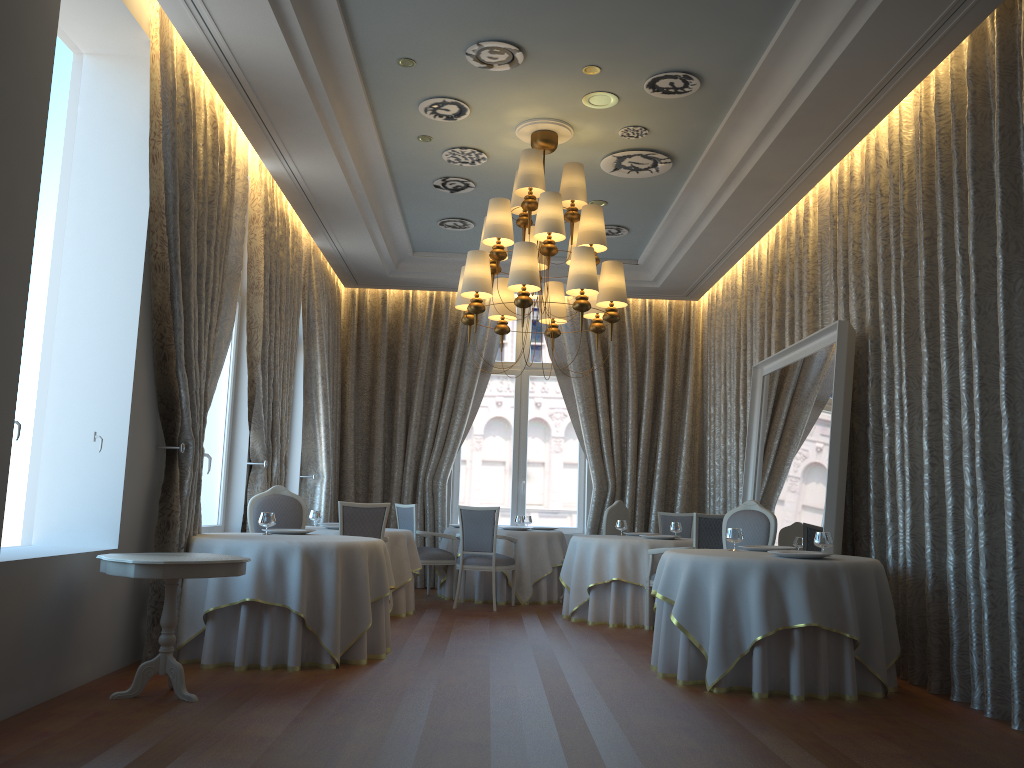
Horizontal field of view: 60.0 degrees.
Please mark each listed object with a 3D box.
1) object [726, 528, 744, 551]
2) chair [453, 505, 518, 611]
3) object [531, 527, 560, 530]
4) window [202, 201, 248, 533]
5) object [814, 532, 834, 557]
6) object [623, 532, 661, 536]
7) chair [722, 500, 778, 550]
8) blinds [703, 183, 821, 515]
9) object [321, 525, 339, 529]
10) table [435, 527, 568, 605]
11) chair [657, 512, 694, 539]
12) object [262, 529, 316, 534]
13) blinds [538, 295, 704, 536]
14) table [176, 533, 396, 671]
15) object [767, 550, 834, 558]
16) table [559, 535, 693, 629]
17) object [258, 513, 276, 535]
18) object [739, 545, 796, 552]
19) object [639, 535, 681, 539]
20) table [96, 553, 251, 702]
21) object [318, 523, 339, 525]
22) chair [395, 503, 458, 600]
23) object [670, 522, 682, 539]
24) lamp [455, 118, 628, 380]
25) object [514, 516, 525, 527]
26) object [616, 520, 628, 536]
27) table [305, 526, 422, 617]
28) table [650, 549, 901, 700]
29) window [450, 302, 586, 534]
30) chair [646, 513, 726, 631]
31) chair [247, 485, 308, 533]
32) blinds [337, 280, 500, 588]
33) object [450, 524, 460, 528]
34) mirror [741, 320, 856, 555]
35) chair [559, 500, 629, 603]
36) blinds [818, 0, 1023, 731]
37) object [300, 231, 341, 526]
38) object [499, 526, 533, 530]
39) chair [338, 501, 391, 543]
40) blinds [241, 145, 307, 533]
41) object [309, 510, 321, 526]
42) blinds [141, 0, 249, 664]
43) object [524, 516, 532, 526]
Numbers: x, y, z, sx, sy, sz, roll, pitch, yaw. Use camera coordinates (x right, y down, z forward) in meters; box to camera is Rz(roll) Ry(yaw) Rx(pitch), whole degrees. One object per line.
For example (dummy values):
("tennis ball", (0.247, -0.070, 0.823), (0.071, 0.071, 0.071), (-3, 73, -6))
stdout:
("object", (1.639, 1.145, 6.528), (0.128, 0.165, 0.128), (-2, -9, 28))
("chair", (-0.318, 1.917, 9.870), (0.650, 1.108, 0.629), (0, -8, 14))
("object", (0.392, 1.811, 11.127), (0.419, 0.036, 0.419), (2, -8, -3))
("window", (-2.608, -0.341, 7.685), (0.259, 3.306, 1.882), (2, -8, -2))
("object", (2.135, 1.098, 6.076), (0.128, 0.165, 0.128), (2, -8, -1))
("object", (1.430, 1.650, 9.734), (0.419, 0.036, 0.419), (2, -8, -3))
("chair", (1.745, 1.546, 7.140), (0.690, 1.233, 0.563), (9, -11, -41))
("blinds", (2.712, 0.190, 10.142), (0.238, 4.819, 4.439), (2, -8, -1))
("object", (-1.680, 1.417, 8.785), (0.419, 0.036, 0.419), (2, -8, -3))
("table", (-0.097, 2.248, 11.012), (1.667, 0.890, 1.663), (-1, -8, 17))
("chair", (1.906, 2.069, 10.449), (0.650, 1.108, 0.629), (-1, -8, 19))
("object", (-1.768, 1.170, 7.033), (0.419, 0.036, 0.419), (2, -8, -3))
("blinds", (1.530, 0.459, 12.218), (2.476, 4.901, 0.386), (2, -8, -1))
("table", (-1.703, 1.576, 6.566), (1.663, 0.890, 1.667), (4, -8, -12))
("object", (1.897, 1.121, 5.830), (0.419, 0.036, 0.419), (2, -8, -3))
("table", (1.348, 2.047, 9.235), (1.663, 0.890, 1.667), (0, -8, 12))
("object", (-1.858, 1.060, 6.731), (0.128, 0.165, 0.128), (5, -8, -19))
("object", (1.924, 1.242, 6.693), (0.419, 0.036, 0.419), (2, -8, -3))
("object", (1.492, 1.539, 8.924), (0.419, 0.036, 0.419), (2, -8, -3))
("table", (-1.937, 1.383, 5.013), (0.760, 0.801, 0.761), (-4, -10, 38))
("object", (-1.910, 1.535, 9.681), (0.419, 0.036, 0.419), (2, -8, -3))
("chair", (-1.045, 1.992, 10.581), (0.629, 1.108, 0.650), (8, -10, -36))
("object", (1.700, 1.519, 9.193), (0.128, 0.165, 0.128), (2, -8, -1))
("lamp", (0.247, -1.136, 7.476), (1.373, 2.121, 1.373), (-4, -10, 36))
("object", (0.092, 1.715, 10.975), (0.128, 0.165, 0.128), (2, -8, -1))
("object", (1.183, 1.554, 9.566), (0.128, 0.165, 0.128), (2, -8, -1))
("table", (-1.771, 1.938, 9.179), (1.667, 0.890, 1.663), (3, -8, -7))
("table", (1.813, 1.639, 6.209), (1.663, 0.890, 1.667), (4, -8, -12))
("window", (0.127, 0.432, 12.600), (1.881, 3.306, 0.196), (2, -8, -1))
("chair", (1.687, 1.764, 8.309), (0.650, 1.108, 0.629), (7, -9, -31))
("chair", (-1.920, 1.462, 7.394), (0.563, 1.233, 0.690), (6, -9, -26))
("blinds", (-1.343, 0.357, 12.154), (2.535, 4.901, 0.386), (2, -8, -1))
("object", (-0.571, 1.751, 10.919), (0.419, 0.036, 0.419), (2, -8, -3))
("mirror", (2.427, 0.926, 7.807), (0.385, 2.564, 2.251), (2, -8, -1))
("chair", (0.998, 2.005, 10.605), (0.690, 1.233, 0.563), (-4, -10, 38))
("blinds", (2.838, -0.410, 5.813), (0.238, 4.819, 4.439), (2, -8, -1))
("object", (-2.357, 0.221, 11.083), (0.386, 4.901, 2.121), (2, -8, -1))
("object", (0.046, 1.733, 10.645), (0.419, 0.036, 0.419), (2, -8, -3))
("chair", (-1.472, 1.640, 8.153), (0.650, 1.108, 0.629), (6, -9, -26))
("blinds", (-2.355, -0.127, 8.922), (0.335, 4.969, 2.257), (2, -8, -1))
("object", (-2.096, 1.432, 9.448), (0.128, 0.165, 0.128), (2, -8, -1))
("blinds", (-2.308, -0.466, 6.487), (0.315, 4.930, 2.204), (2, -8, -1))
("object", (0.198, 1.778, 11.399), (0.128, 0.165, 0.128), (2, -8, -1))
